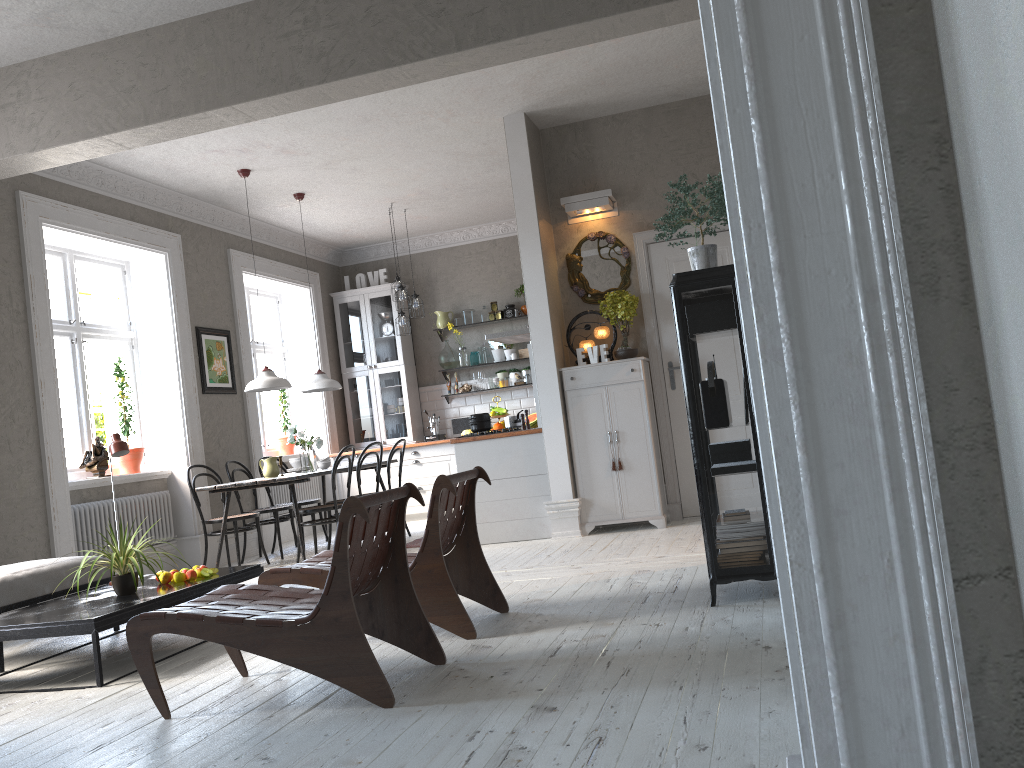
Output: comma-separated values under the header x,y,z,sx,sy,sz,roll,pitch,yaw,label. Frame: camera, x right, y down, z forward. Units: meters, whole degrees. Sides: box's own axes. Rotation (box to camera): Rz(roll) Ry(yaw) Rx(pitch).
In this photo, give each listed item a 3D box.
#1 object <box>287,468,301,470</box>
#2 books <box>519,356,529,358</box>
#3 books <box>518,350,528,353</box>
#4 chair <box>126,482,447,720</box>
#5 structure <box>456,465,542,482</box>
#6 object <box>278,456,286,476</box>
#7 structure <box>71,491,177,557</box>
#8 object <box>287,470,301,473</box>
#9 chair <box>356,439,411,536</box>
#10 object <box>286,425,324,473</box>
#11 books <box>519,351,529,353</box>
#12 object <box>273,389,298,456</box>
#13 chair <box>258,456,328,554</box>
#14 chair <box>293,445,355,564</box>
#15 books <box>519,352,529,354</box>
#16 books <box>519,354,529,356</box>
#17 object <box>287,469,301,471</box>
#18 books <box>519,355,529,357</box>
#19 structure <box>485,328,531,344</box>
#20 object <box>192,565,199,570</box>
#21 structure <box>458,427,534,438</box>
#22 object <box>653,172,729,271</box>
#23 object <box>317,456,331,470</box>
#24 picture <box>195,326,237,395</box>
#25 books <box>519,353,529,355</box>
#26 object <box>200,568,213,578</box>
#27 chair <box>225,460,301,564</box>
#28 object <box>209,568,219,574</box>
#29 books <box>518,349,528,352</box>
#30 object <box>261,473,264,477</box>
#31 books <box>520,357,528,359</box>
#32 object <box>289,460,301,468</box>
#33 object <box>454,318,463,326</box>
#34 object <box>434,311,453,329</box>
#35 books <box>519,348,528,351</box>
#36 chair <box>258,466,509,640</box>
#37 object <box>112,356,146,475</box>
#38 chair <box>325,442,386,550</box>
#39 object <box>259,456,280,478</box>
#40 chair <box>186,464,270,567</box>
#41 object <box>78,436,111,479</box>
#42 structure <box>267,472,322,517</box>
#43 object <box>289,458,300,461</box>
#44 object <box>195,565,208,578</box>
x,y,z,sx,sy,sz,roll,pitch,yaw,label
-1.924,0.773,8.051,0.232,0.027,0.242,-10,-4,38,object
0.233,-0.323,10.294,0.257,0.011,0.160,-8,-3,20,books
0.225,-0.387,10.297,0.256,0.016,0.160,-9,-3,27,books
-0.850,0.799,3.333,1.007,0.720,0.513,-8,-3,14,chair
-0.066,0.754,7.329,0.612,0.623,0.628,-8,-3,15,structure
-1.944,0.692,7.459,0.058,0.167,0.060,-9,-3,28,object
-3.099,1.113,7.006,0.147,0.428,1.234,-8,-3,14,structure
-1.922,0.790,8.051,0.233,0.027,0.242,-9,-3,33,object
-1.206,0.994,8.173,0.544,0.920,0.441,-8,-3,12,chair
-1.750,0.546,7.539,0.309,0.414,0.254,-8,-3,13,object
0.227,-0.376,10.296,0.257,0.011,0.160,-8,-3,20,books
-2.520,0.380,9.768,0.254,0.813,0.265,-10,-4,42,object
-2.082,1.119,8.431,0.540,0.920,0.445,-9,-3,27,chair
-1.505,0.981,7.188,0.544,0.920,0.441,-8,-3,12,chair
0.228,-0.366,10.296,0.258,0.011,0.159,-8,-3,17,books
0.231,-0.344,10.295,0.257,0.016,0.160,-9,-3,23,books
-1.923,0.781,8.051,0.240,0.027,0.234,-6,-3,-17,object
0.232,-0.333,10.294,0.256,0.016,0.160,-9,-3,27,books
0.097,-1.233,8.411,0.705,1.595,0.719,-8,-3,15,structure
-1.714,1.019,4.827,0.060,0.062,0.063,-7,-3,-4,object
-0.135,0.396,7.356,0.491,0.031,0.612,-8,-3,15,structure
0.882,-0.753,4.169,0.407,0.506,0.405,-9,-3,31,object
-1.709,0.716,8.043,0.122,0.119,0.130,-9,-3,31,object
-2.747,-0.211,8.248,0.020,0.619,0.526,-8,-3,16,picture
0.229,-0.355,10.295,0.257,0.011,0.160,-8,-3,20,books
-1.630,1.007,4.715,0.058,0.053,0.060,-8,-3,21,object
-2.236,1.114,7.963,0.544,0.920,0.441,-8,-3,12,chair
-1.640,1.022,4.838,0.046,0.037,0.068,-10,-4,41,object
0.224,-0.398,10.297,0.257,0.016,0.160,-9,-3,23,books
-2.158,0.768,7.873,0.140,0.112,0.139,-7,-3,-3,object
0.235,-0.311,10.293,0.258,0.011,0.159,-8,-3,17,books
-1.929,0.737,8.053,0.179,0.094,0.180,-8,-3,6,object
-0.632,-0.727,10.513,0.102,0.111,0.104,-8,-3,15,object
-0.807,-0.759,10.497,0.187,0.216,0.176,-9,-3,29,object
0.223,-0.408,10.298,0.257,0.011,0.160,-8,-3,20,books
-0.609,0.812,4.165,1.007,0.720,0.513,-8,-3,14,chair
-3.219,0.255,7.358,0.275,0.991,0.264,-5,-3,-36,object
-1.359,0.990,7.708,0.541,0.920,0.444,-8,-3,22,chair
-2.020,0.696,7.392,0.152,0.170,0.133,-6,-3,-24,object
-2.388,1.105,7.423,0.541,0.920,0.444,-8,-3,22,chair
-3.286,0.576,6.962,0.118,0.329,0.239,-8,-3,17,object
-2.387,1.150,9.466,0.147,0.428,1.234,-8,-3,14,structure
-1.931,0.717,8.054,0.179,0.094,0.180,-8,-3,6,object
-1.671,1.009,4.766,0.077,0.064,0.073,-4,-4,-44,object
